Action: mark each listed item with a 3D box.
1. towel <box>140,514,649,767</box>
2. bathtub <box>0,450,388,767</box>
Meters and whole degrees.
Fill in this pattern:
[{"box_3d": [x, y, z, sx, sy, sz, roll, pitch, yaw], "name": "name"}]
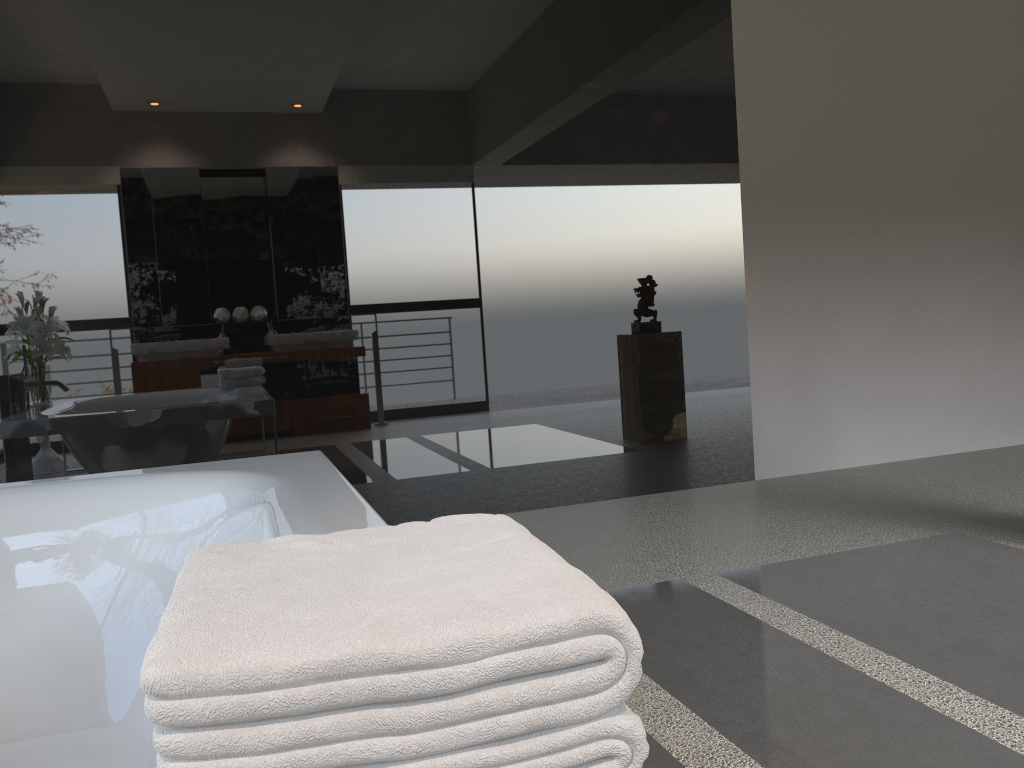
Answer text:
[{"box_3d": [-0.098, 0.208, 0.682, 0.305, 0.145, 0.322, -5, 4, -15], "name": "towel"}, {"box_3d": [-0.830, 0.527, 1.294, 1.328, 0.504, 1.959, -5, 4, -18], "name": "bathtub"}]
